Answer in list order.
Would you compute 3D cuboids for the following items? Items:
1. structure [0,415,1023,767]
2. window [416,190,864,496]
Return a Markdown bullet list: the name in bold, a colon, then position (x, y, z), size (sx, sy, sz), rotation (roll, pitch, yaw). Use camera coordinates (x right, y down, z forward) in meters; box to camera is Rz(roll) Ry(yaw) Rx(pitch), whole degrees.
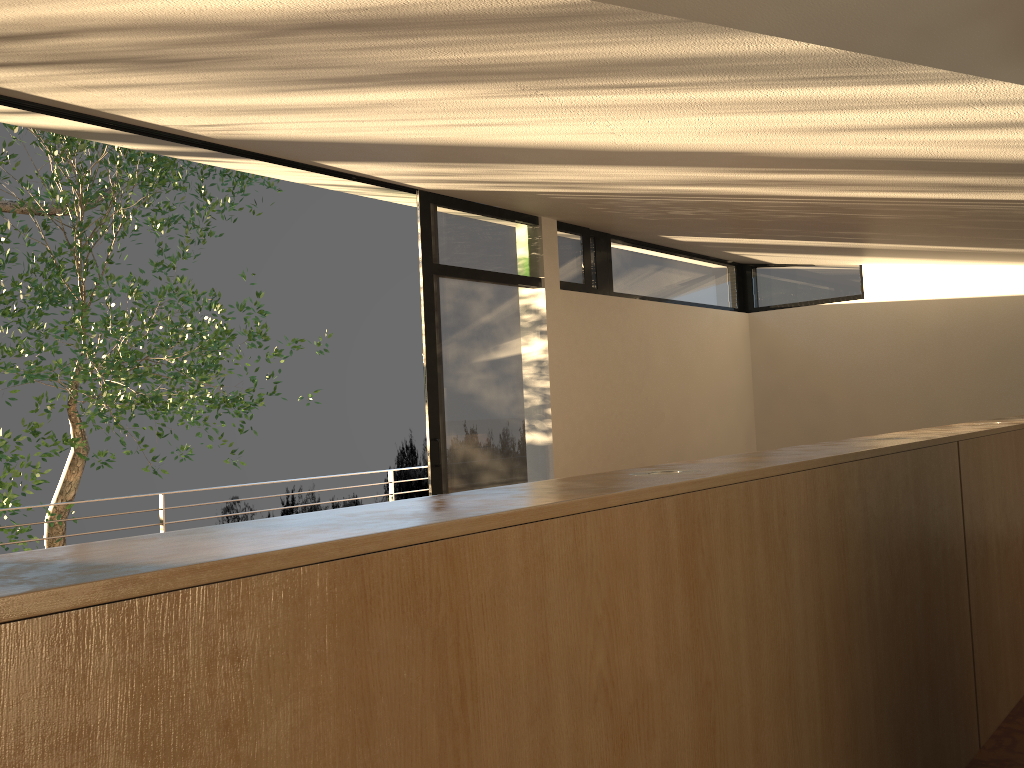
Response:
- **structure**: position (1.312, 0.655, 2.855), size (0.297, 0.974, 5.996), rotation (-5, -3, 41)
- **window**: position (1.327, -0.131, 2.474), size (6.604, 2.515, 10.673), rotation (-5, -3, 40)
